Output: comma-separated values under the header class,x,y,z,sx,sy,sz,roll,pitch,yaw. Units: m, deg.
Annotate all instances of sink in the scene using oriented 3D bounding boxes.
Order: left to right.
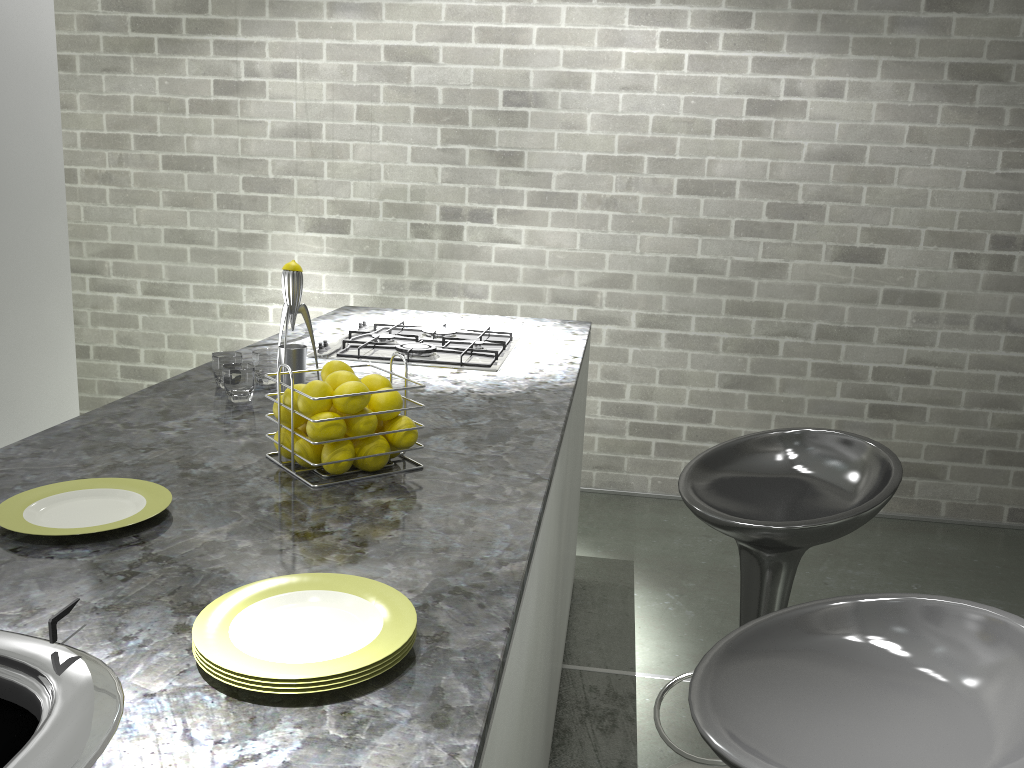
class,x,y,z,sx,sy,sz,roll,pitch,yaw
sink,-0.625,0.125,0.375,0.546,1.023,0.987,4,13,6

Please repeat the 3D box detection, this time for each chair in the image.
class,x,y,z,sx,sy,sz,roll,pitch,yaw
chair,0.555,0.582,1.980,0.464,0.931,0.457,0,13,-12
chair,0.418,0.754,1.190,0.464,0.931,0.457,7,14,20

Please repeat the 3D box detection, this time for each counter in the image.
class,x,y,z,sx,sy,sz,roll,pitch,yaw
counter,-0.463,0.682,1.162,0.900,0.960,4.400,4,13,6

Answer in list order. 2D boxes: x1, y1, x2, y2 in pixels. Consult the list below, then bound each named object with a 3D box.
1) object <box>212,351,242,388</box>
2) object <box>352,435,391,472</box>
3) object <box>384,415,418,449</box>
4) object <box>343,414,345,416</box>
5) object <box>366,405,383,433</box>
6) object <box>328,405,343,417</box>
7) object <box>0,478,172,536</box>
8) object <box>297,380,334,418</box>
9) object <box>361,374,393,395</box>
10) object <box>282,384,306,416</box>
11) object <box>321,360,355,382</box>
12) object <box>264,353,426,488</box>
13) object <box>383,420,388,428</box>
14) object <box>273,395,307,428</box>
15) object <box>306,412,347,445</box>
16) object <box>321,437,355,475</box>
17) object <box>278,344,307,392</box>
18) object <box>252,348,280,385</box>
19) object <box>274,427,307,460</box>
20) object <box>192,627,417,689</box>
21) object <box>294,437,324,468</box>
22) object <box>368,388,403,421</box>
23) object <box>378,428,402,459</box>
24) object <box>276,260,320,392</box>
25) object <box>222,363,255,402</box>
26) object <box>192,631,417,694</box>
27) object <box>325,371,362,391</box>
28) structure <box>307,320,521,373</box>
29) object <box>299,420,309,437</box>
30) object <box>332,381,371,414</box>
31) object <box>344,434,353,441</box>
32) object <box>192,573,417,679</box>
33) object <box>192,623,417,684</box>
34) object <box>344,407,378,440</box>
class,x,y,z,sx,sy,sz,roll,pitch,yaw
object,-0.624,-0.031,1.944,0.063,0.070,0.064,-10,18,-44
object,-0.231,0.109,1.430,0.074,0.063,0.064,7,13,17
object,-0.181,0.079,1.451,0.052,0.054,0.061,-3,14,-26
object,-0.278,0.036,1.522,0.061,0.054,0.053,14,17,41
object,-0.244,0.060,1.475,0.062,0.053,0.051,4,13,5
object,-0.296,0.053,1.415,0.051,0.053,0.064,3,13,-1
object,-0.573,0.169,1.194,0.217,0.017,0.216,11,15,31
object,-0.303,0.024,1.372,0.057,0.060,0.052,-1,13,-15
object,-0.230,0.009,1.488,0.063,0.053,0.051,5,13,9
object,-0.336,0.025,1.416,0.063,0.051,0.053,14,17,41
object,-0.294,-0.011,1.502,0.059,0.060,0.050,2,13,-4
object,-0.274,0.044,1.450,0.207,0.174,0.189,-7,16,-37
object,-0.226,0.058,1.500,0.051,0.055,0.061,-3,14,-24
object,-0.363,0.044,1.454,0.060,0.055,0.053,13,16,39
object,-0.285,0.068,1.361,0.063,0.051,0.053,-6,15,-34
object,-0.272,0.112,1.384,0.052,0.057,0.060,2,13,-2
object,-0.465,-0.028,1.883,0.060,0.106,0.060,3,13,0
object,-0.547,-0.039,1.997,0.063,0.070,0.064,6,13,14
object,-0.363,0.096,1.456,0.061,0.053,0.053,14,17,40
object,-0.204,0.251,0.886,0.217,0.017,0.216,13,16,38
object,-0.320,0.109,1.414,0.053,0.053,0.061,13,16,38
object,-0.205,0.033,1.440,0.053,0.052,0.061,5,13,10
object,-0.212,0.099,1.484,0.063,0.053,0.051,4,13,4
object,-0.472,-0.119,1.871,0.088,0.288,0.101,12,16,36
object,-0.564,-0.003,1.832,0.063,0.070,0.064,-10,18,-44
object,-0.205,0.256,0.887,0.217,0.017,0.216,13,16,38
object,-0.272,0.005,1.430,0.063,0.053,0.051,2,13,-2
structure,-0.251,-0.117,2.479,0.500,0.038,0.500,4,13,6
object,-0.332,0.069,1.492,0.062,0.053,0.052,11,15,33
object,-0.250,0.021,1.377,0.053,0.051,0.063,15,17,43
object,-0.271,0.098,1.445,0.052,0.060,0.057,3,13,2
object,-0.204,0.242,0.884,0.217,0.017,0.216,13,16,38
object,-0.204,0.246,0.885,0.217,0.017,0.216,13,16,38
object,-0.241,0.062,1.404,0.052,0.053,0.062,-5,15,-31
